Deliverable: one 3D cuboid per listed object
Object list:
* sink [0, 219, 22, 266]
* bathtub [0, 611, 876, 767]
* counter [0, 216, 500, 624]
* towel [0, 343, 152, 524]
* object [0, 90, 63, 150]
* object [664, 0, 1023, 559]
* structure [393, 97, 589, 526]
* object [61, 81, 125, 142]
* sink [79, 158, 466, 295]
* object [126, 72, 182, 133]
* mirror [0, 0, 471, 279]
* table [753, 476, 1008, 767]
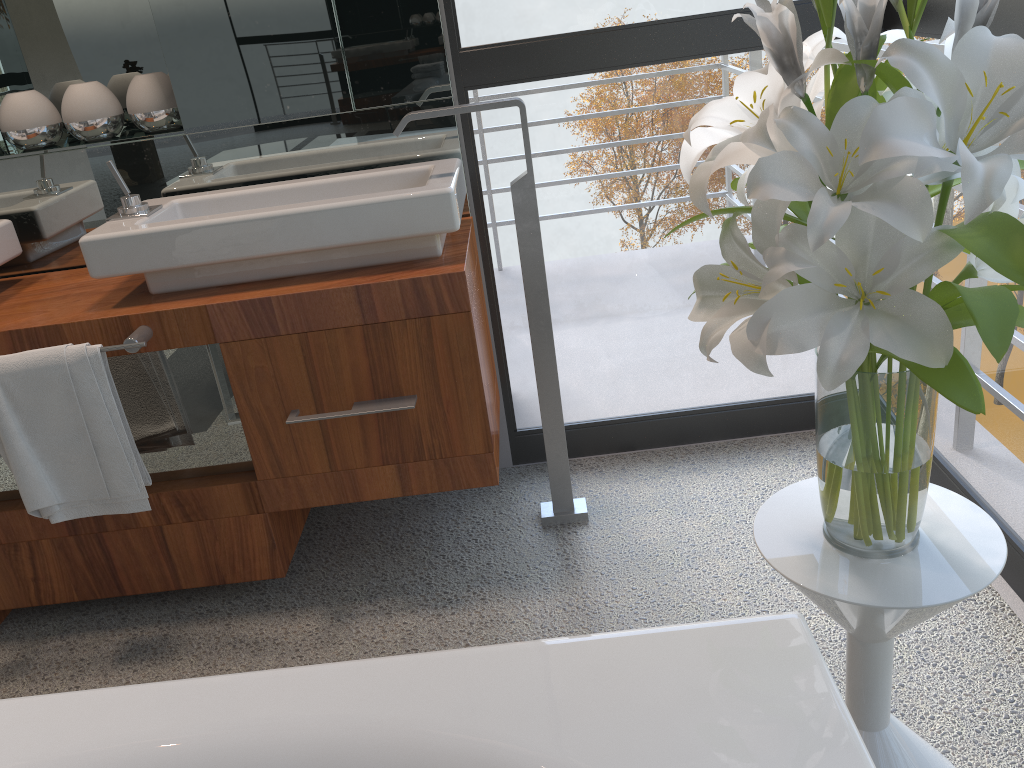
[{"bbox_3d":[-1.536,-0.258,1.936,0.750,0.265,0.353,-7,24,3],"label":"sink"},{"bbox_3d":[-0.286,0.964,0.243,1.327,0.502,1.965,-7,24,3],"label":"bathtub"},{"bbox_3d":[-0.962,0.139,2.058,1.848,0.702,0.526,-7,24,3],"label":"counter"},{"bbox_3d":[-0.904,0.108,1.749,0.302,0.367,0.080,-7,23,3],"label":"towel"},{"bbox_3d":[-1.156,-0.633,2.127,0.136,0.130,0.136,14,32,40],"label":"object"},{"bbox_3d":[0.417,-0.170,1.020,0.460,0.793,0.451,5,27,28],"label":"object"},{"bbox_3d":[-0.030,-0.113,1.978,0.303,0.985,0.069,-7,23,3],"label":"structure"},{"bbox_3d":[-1.004,-0.652,2.120,0.136,0.130,0.136,14,32,40],"label":"object"},{"bbox_3d":[-0.484,-0.388,1.889,0.750,0.265,0.353,-7,24,3],"label":"sink"},{"bbox_3d":[-0.848,-0.671,2.114,0.136,0.130,0.136,14,32,40],"label":"object"},{"bbox_3d":[-1.092,-1.063,1.958,1.790,1.612,0.254,-7,23,3],"label":"mirror"},{"bbox_3d":[0.507,0.411,1.260,0.308,0.477,0.308,-14,24,-12],"label":"table"}]
